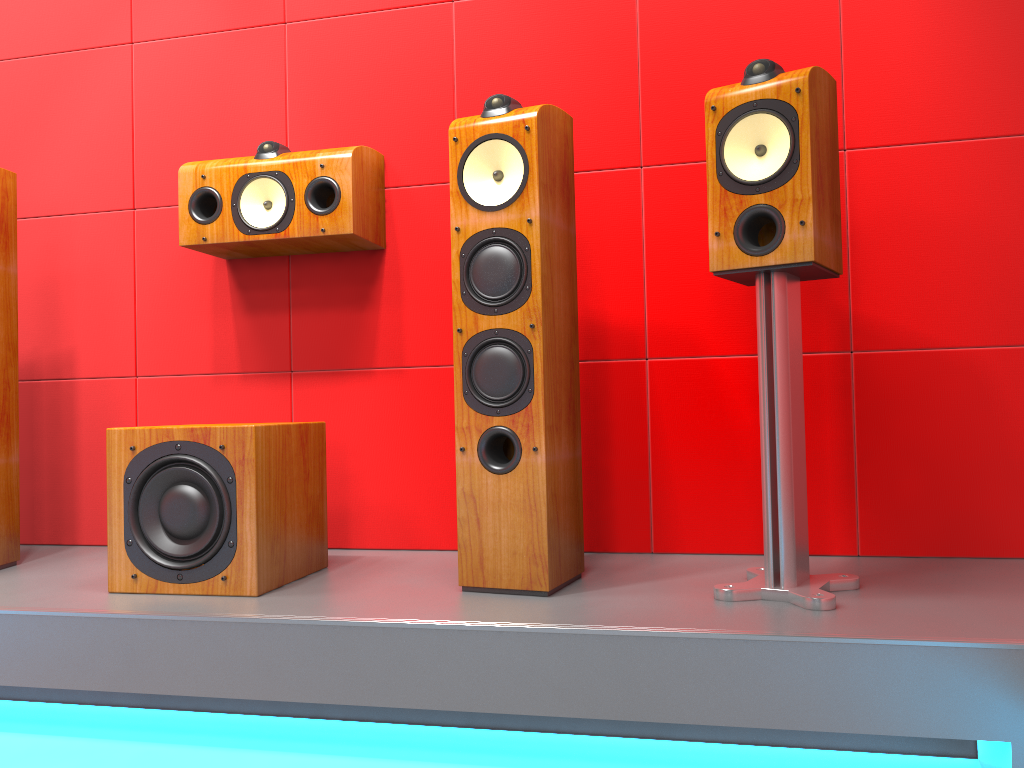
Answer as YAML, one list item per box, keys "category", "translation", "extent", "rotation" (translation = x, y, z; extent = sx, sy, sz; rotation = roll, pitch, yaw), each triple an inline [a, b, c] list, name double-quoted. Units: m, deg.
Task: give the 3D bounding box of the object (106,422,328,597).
- category: "object"
  translation: [-0.673, 0.275, 2.064]
  extent: [0.360, 0.360, 0.360]
  rotation: [-2, -2, 13]

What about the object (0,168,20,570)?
- category: "object"
  translation: [-1.420, -0.049, 2.247]
  extent: [0.203, 1.052, 0.238]
  rotation: [-1, -2, 3]

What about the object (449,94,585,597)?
- category: "object"
  translation: [0.012, -0.091, 1.939]
  extent: [0.203, 1.052, 0.238]
  rotation: [-2, -2, 23]

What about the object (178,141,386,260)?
- category: "object"
  translation: [-0.618, -0.504, 2.401]
  extent: [0.493, 0.271, 0.235]
  rotation: [-2, -2, 13]

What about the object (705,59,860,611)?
- category: "object"
  translation: [0.541, -0.110, 1.793]
  extent: [0.231, 1.058, 0.265]
  rotation: [-2, -2, 33]
